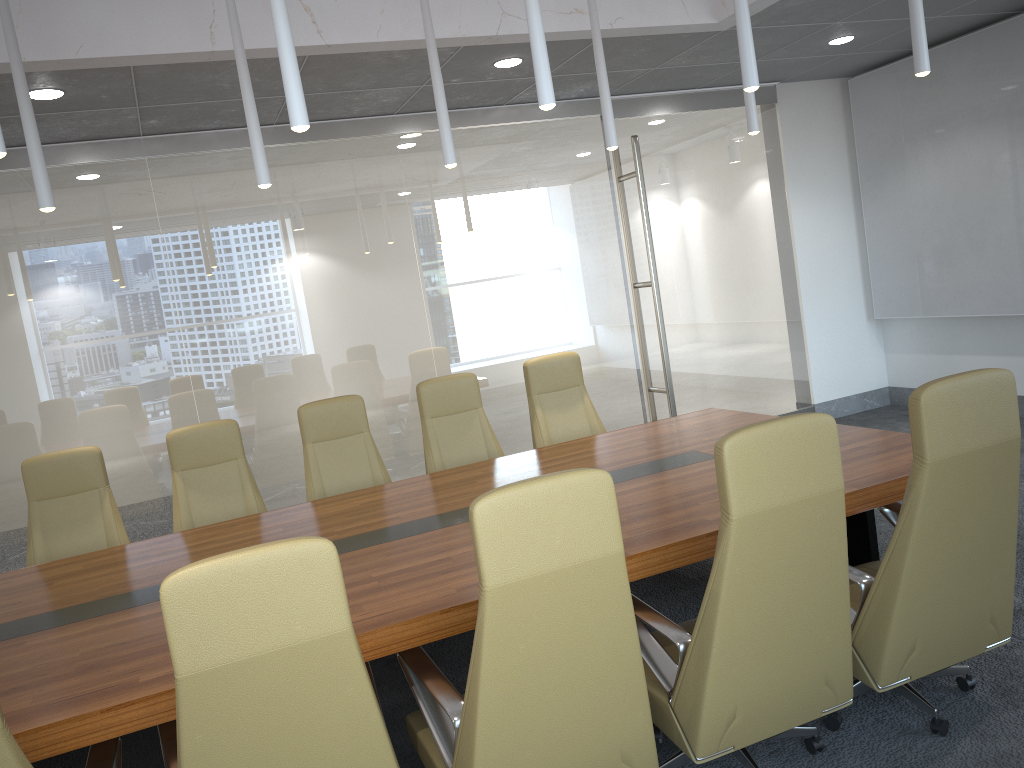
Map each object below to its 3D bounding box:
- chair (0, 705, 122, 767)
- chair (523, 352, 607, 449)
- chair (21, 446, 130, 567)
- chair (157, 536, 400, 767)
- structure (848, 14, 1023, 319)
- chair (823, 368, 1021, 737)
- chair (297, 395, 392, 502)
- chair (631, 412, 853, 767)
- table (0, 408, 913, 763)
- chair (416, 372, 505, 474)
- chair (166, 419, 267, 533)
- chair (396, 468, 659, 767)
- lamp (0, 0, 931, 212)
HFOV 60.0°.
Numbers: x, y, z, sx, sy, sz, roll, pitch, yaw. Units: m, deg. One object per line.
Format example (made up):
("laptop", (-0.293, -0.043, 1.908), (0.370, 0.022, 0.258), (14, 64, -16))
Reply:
("chair", (-1.465, 1.235, 2.428), (0.711, 1.406, 0.955), (-11, 7, -20))
("chair", (0.548, 0.498, 6.029), (0.711, 1.406, 0.955), (-11, 7, -20))
("chair", (-2.377, 1.100, 4.863), (0.711, 1.406, 0.955), (-11, 7, -20))
("chair", (-0.716, 1.082, 2.708), (0.711, 1.406, 0.955), (-11, 7, -20))
("structure", (-1.431, -0.463, 3.800), (13.989, 2.466, 6.600), (-11, 7, -20))
("chair", (1.491, 0.634, 3.533), (0.711, 1.406, 0.955), (-11, 7, -20))
("chair", (-0.909, 0.802, 5.412), (0.711, 1.406, 0.955), (-11, 7, -20))
("chair", (0.768, 0.781, 3.263), (0.711, 1.406, 0.955), (-11, 7, -20))
("table", (-1.131, 1.266, 3.949), (6.500, 0.895, 2.300), (-11, 7, -20))
("chair", (-0.177, 0.653, 5.686), (0.711, 1.406, 0.955), (-11, 7, -20))
("chair", (-1.645, 0.952, 5.137), (0.711, 1.406, 0.955), (-11, 7, -20))
("chair", (0.024, 0.932, 2.985), (0.711, 1.406, 0.955), (-11, 7, -20))
("lamp", (-1.659, -2.031, 3.570), (7.258, 2.378, 2.619), (-11, 7, -20))
